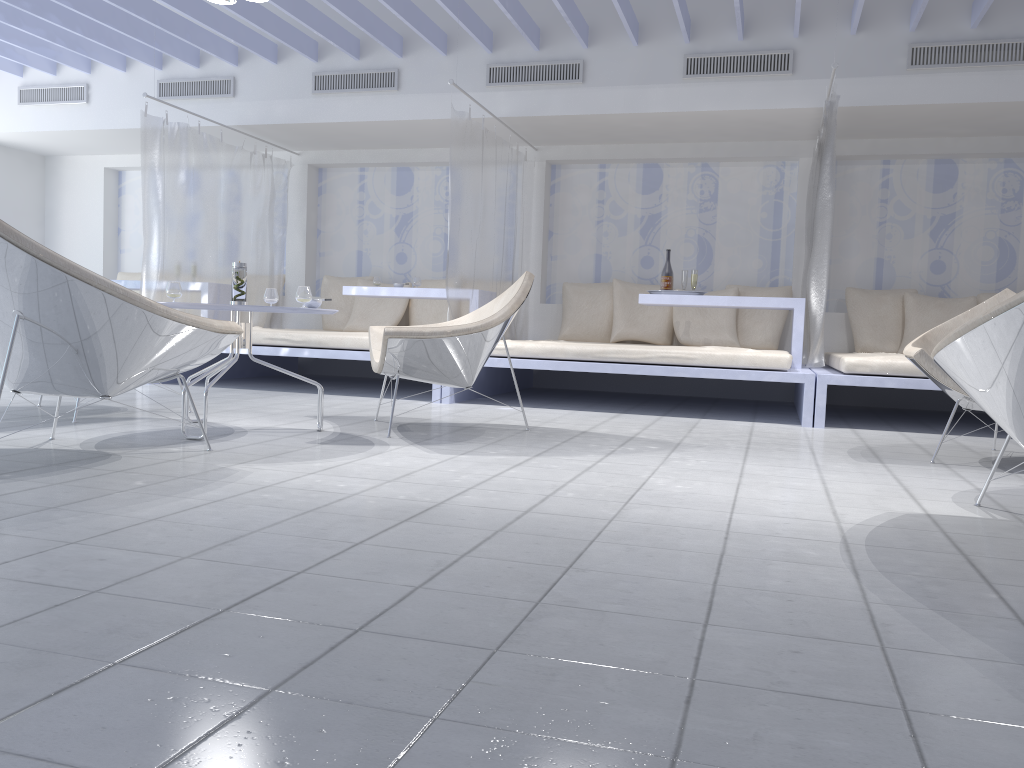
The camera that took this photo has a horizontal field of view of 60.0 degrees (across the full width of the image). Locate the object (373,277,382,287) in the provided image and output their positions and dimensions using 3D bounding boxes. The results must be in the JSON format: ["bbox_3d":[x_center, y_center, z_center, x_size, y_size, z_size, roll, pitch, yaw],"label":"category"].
[{"bbox_3d":[-1.042,-0.782,6.854,0.068,0.091,0.068,5,5,42],"label":"object"}]

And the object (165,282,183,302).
[{"bbox_3d":[-1.434,-0.387,3.763,0.068,0.091,0.068,5,5,39],"label":"object"}]

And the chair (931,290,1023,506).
[{"bbox_3d":[1.521,0.024,2.225,0.906,0.759,0.753,5,4,34],"label":"chair"}]

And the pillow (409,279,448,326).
[{"bbox_3d":[-0.651,-0.669,7.569,0.537,0.527,0.233,5,4,36],"label":"pillow"}]

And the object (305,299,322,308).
[{"bbox_3d":[-0.867,-0.347,3.855,0.082,0.043,0.082,1,4,-15],"label":"object"}]

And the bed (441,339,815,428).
[{"bbox_3d":[0.906,-0.078,6.185,2.200,0.422,2.022,3,4,16],"label":"bed"}]

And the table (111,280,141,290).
[{"bbox_3d":[-2.819,-0.605,7.249,1.065,0.450,0.416,3,4,16],"label":"table"}]

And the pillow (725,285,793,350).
[{"bbox_3d":[1.865,-0.516,6.872,0.572,0.510,0.231,3,4,17],"label":"pillow"}]

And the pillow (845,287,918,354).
[{"bbox_3d":[2.780,-0.464,6.605,0.572,0.510,0.231,3,4,15],"label":"pillow"}]

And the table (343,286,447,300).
[{"bbox_3d":[-0.694,-0.483,6.629,1.065,0.450,0.416,3,4,16],"label":"table"}]

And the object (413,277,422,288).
[{"bbox_3d":[-0.709,-0.755,6.626,0.068,0.091,0.068,5,5,42],"label":"object"}]

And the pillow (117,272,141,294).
[{"bbox_3d":[-3.596,-0.816,8.455,0.524,0.521,0.230,3,4,18],"label":"pillow"}]

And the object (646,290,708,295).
[{"bbox_3d":[1.129,-0.619,6.091,0.429,0.031,0.275,3,4,18],"label":"object"}]

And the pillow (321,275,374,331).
[{"bbox_3d":[-1.454,-0.707,7.840,0.572,0.510,0.231,3,4,15],"label":"pillow"}]

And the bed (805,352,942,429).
[{"bbox_3d":[3.020,0.042,5.552,2.200,0.427,2.016,3,4,16],"label":"bed"}]

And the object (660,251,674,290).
[{"bbox_3d":[1.072,-0.773,6.114,0.092,0.302,0.092,1,4,-16],"label":"object"}]

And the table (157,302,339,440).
[{"bbox_3d":[-1.170,-0.066,3.799,0.823,0.534,0.825,3,4,7],"label":"table"}]

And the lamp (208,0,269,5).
[{"bbox_3d":[-1.566,-2.221,4.670,0.380,0.218,0.587,3,4,16],"label":"lamp"}]

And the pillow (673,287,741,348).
[{"bbox_3d":[1.512,-0.518,6.882,0.528,0.482,0.307,3,4,12],"label":"pillow"}]

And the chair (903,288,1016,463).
[{"bbox_3d":[2.163,-0.050,3.820,0.906,0.759,0.753,4,4,20],"label":"chair"}]

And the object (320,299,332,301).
[{"bbox_3d":[-0.834,-0.366,3.858,0.098,0.016,0.012,1,4,-17],"label":"object"}]

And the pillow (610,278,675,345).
[{"bbox_3d":[1.044,-0.572,7.074,0.537,0.527,0.233,2,4,-4],"label":"pillow"}]

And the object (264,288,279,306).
[{"bbox_3d":[-1.114,-0.396,4.104,0.068,0.091,0.068,3,4,9],"label":"object"}]

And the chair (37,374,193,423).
[{"bbox_3d":[-2.045,-0.244,4.289,0.753,0.759,0.906,4,4,27],"label":"chair"}]

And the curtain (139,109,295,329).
[{"bbox_3d":[-2.256,-1.149,6.993,0.151,1.552,2.050,3,4,16],"label":"curtain"}]

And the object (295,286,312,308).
[{"bbox_3d":[-0.868,-0.361,3.698,0.068,0.091,0.068,6,5,45],"label":"object"}]

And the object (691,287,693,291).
[{"bbox_3d":[1.249,-0.691,6.090,0.059,0.174,0.059,1,4,-16],"label":"object"}]

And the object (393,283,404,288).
[{"bbox_3d":[-0.869,-0.748,6.800,0.082,0.043,0.082,1,4,-22],"label":"object"}]

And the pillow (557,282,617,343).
[{"bbox_3d":[0.637,-0.573,7.220,0.524,0.521,0.230,3,4,18],"label":"pillow"}]

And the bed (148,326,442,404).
[{"bbox_3d":[-1.213,-0.201,6.786,2.200,0.427,2.016,3,4,16],"label":"bed"}]

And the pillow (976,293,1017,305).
[{"bbox_3d":[3.582,-0.426,6.334,0.537,0.527,0.233,5,4,36],"label":"pillow"}]

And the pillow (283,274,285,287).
[{"bbox_3d":[-2.368,-0.759,8.106,0.572,0.510,0.231,3,4,17],"label":"pillow"}]

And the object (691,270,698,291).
[{"bbox_3d":[1.237,-0.688,6.026,0.059,0.174,0.059,1,4,-16],"label":"object"}]

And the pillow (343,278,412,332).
[{"bbox_3d":[-1.153,-0.670,7.659,0.528,0.482,0.307,4,4,21],"label":"pillow"}]

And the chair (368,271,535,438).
[{"bbox_3d":[-0.263,-0.166,4.149,0.753,0.759,0.906,1,4,-14],"label":"chair"}]

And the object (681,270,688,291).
[{"bbox_3d":[1.187,-0.695,6.108,0.059,0.174,0.059,1,4,-16],"label":"object"}]

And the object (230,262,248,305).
[{"bbox_3d":[-1.171,-0.429,3.808,0.075,0.189,0.075,3,4,8],"label":"object"}]

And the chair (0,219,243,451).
[{"bbox_3d":[-1.467,-0.136,2.929,0.906,0.759,0.753,3,4,12],"label":"chair"}]

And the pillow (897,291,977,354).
[{"bbox_3d":[3.080,-0.428,6.424,0.528,0.482,0.307,4,4,21],"label":"pillow"}]

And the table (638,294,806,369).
[{"bbox_3d":[1.412,-0.362,6.015,1.065,0.450,0.416,3,4,16],"label":"table"}]

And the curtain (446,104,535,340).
[{"bbox_3d":[-0.119,-1.009,6.413,0.125,1.559,1.998,3,4,15],"label":"curtain"}]

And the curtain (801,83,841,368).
[{"bbox_3d":[1.979,-0.907,5.758,0.151,1.552,2.050,3,4,16],"label":"curtain"}]
